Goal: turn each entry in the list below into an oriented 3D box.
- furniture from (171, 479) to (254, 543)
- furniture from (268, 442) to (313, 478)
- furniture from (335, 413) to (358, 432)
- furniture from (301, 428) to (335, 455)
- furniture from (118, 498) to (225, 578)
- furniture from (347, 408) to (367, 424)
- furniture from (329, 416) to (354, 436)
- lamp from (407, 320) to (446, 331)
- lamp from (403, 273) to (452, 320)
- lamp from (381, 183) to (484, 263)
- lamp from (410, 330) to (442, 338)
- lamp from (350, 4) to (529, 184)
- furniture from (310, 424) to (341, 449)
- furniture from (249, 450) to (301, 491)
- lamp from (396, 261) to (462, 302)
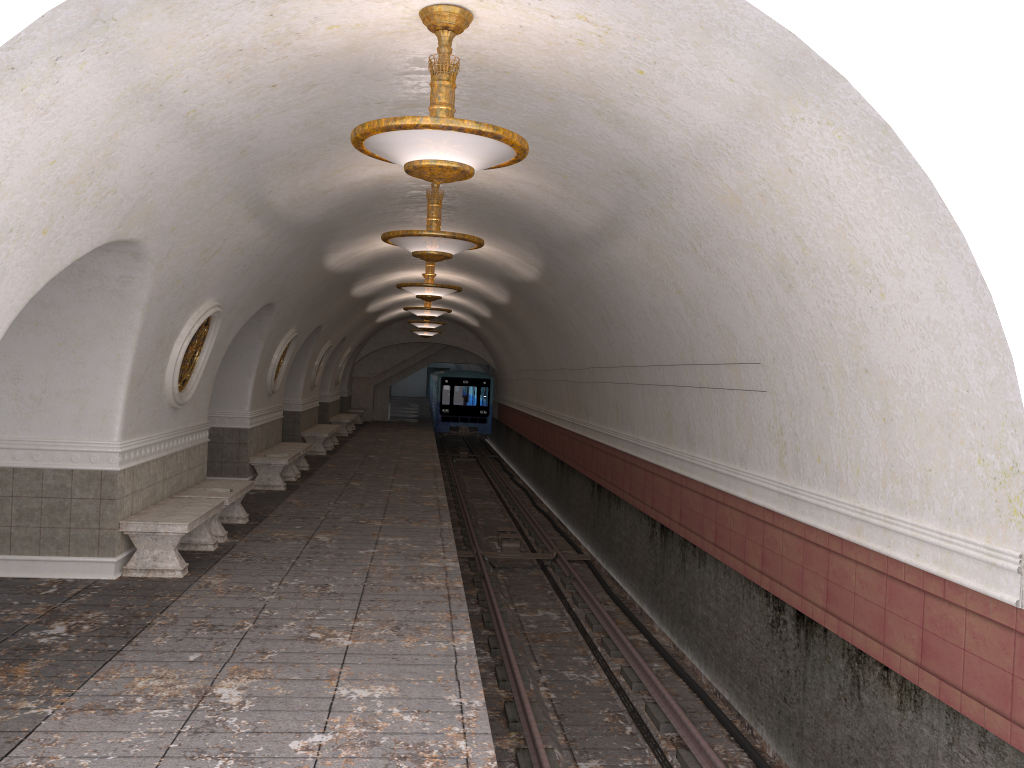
[{"bbox_3d":[-3.501,1.476,10.454,0.613,0.508,1.509,3,0,-6],"label":"furniture"},{"bbox_3d":[-4.103,1.397,16.432,0.613,0.508,1.509,3,0,-6],"label":"furniture"},{"bbox_3d":[-5.304,1.240,28.354,0.613,0.508,1.509,3,0,-6],"label":"furniture"},{"bbox_3d":[-4.538,1.340,20.749,0.613,0.508,1.509,3,0,-6],"label":"furniture"},{"bbox_3d":[-3.333,1.498,8.781,0.613,0.508,1.509,3,0,-6],"label":"furniture"},{"bbox_3d":[-5.767,1.180,32.951,0.613,0.508,1.509,3,0,-6],"label":"furniture"},{"bbox_3d":[-5.136,1.262,26.681,0.613,0.508,1.509,3,0,-6],"label":"furniture"},{"bbox_3d":[-2.217,-1.853,23.122,1.008,0.955,1.008,3,1,10],"label":"lamp"},{"bbox_3d":[-1.733,-1.790,18.319,1.008,0.955,1.008,3,1,10],"label":"lamp"},{"bbox_3d":[-0.761,-1.663,8.676,1.008,0.955,1.008,2,1,-22],"label":"lamp"},{"bbox_3d":[-2.701,-1.916,27.928,1.008,0.955,1.008,3,1,40],"label":"lamp"},{"bbox_3d":[-0.395,-1.615,5.040,1.008,0.955,1.008,3,1,40],"label":"lamp"},{"bbox_3d":[-4.707,1.318,22.422,0.613,0.508,1.509,3,0,-6],"label":"furniture"},{"bbox_3d":[-3.935,1.419,14.759,0.613,0.508,1.509,3,0,-6],"label":"furniture"},{"bbox_3d":[-1.249,-1.726,13.514,1.008,0.955,1.008,2,1,-22],"label":"lamp"}]
